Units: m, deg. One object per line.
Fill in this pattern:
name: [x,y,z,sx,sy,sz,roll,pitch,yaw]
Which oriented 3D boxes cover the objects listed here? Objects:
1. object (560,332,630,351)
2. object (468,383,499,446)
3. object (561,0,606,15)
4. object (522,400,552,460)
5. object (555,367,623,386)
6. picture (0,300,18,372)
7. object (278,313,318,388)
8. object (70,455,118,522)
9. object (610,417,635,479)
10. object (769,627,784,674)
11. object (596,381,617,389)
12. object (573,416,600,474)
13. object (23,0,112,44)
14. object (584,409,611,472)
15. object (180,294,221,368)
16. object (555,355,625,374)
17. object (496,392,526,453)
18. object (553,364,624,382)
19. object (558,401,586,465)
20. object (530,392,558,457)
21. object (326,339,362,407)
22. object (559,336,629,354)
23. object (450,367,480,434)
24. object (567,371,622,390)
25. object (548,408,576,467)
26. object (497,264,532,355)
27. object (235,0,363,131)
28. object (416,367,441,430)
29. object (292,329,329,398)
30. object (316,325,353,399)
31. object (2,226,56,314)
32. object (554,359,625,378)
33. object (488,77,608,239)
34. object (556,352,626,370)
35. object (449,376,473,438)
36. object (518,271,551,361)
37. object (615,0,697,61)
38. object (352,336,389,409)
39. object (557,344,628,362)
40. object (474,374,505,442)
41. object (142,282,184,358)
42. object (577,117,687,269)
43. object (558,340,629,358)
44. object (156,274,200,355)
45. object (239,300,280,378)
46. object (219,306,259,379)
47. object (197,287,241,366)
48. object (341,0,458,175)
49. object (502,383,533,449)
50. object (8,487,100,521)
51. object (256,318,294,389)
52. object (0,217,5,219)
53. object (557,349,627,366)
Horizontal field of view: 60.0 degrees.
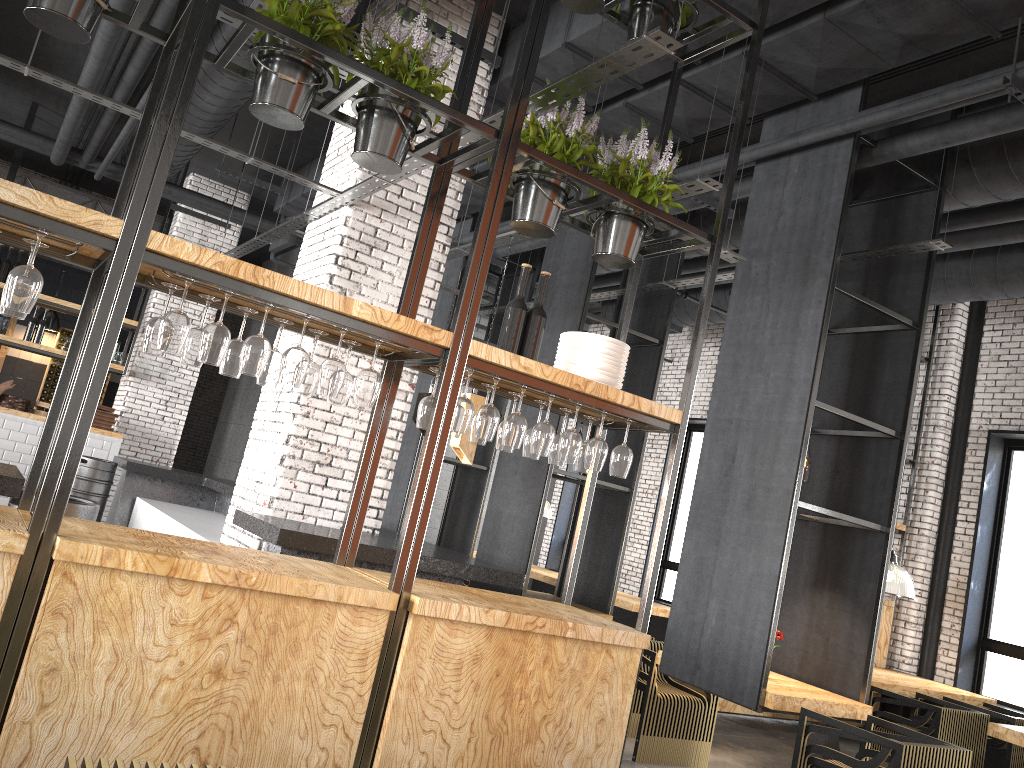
object: [0.388,-0.183,4.179,0.335,0.039,0.333,8,-10,33]
object: [-0.127,0.137,3.975,0.101,0.268,0.100,9,-10,23]
object: [0.398,-2.063,4.204,0.417,0.561,0.465,7,-10,32]
object: [0.115,0.214,4.123,0.101,0.268,0.100,9,-10,23]
object: [0.351,-0.018,4.150,0.335,0.037,0.333,9,-9,25]
picture: [-8.157,-0.785,13.461,0.977,1.146,0.020,18,-11,-30]
object: [-0.781,-0.122,3.242,0.101,0.268,0.101,16,-10,-16]
object: [-4.283,1.256,8.859,0.399,1.038,0.396,12,-9,5]
object: [0.507,0.290,4.027,0.101,0.268,0.100,9,-10,23]
object: [1.665,1.723,5.757,0.156,0.356,0.170,10,-10,17]
object: [0.342,0.020,4.144,0.334,0.033,0.334,16,-9,-22]
object: [0.357,0.292,4.271,0.101,0.268,0.100,9,-10,23]
object: [-1.507,-1.500,3.096,0.417,0.561,0.465,7,-11,35]
object: [0.386,0.252,3.953,0.101,0.268,0.100,9,-10,23]
object: [-1.174,-0.199,3.337,0.101,0.268,0.101,16,-10,-16]
object: [0.364,-0.075,4.159,0.334,0.041,0.334,14,-8,-8]
object: [-0.006,0.175,4.049,0.101,0.268,0.100,9,-10,23]
object: [0.355,-0.037,4.153,0.335,0.040,0.333,9,-9,23]
object: [0.265,0.213,3.880,0.101,0.268,0.100,9,-10,23]
object: [0.144,0.174,3.806,0.101,0.268,0.100,9,-10,23]
object: [-0.690,-0.043,3.633,0.101,0.268,0.101,16,-10,-16]
object: [0.384,-0.165,4.175,0.335,0.039,0.333,7,-10,34]
object: [-0.196,0.065,3.599,0.101,0.268,0.100,12,-9,6]
object: [0.346,0.000,4.149,0.335,0.046,0.333,6,-11,40]
object: [0.236,0.253,4.197,0.101,0.268,0.100,9,-10,23]
object: [0.016,-0.307,3.951,0.098,0.472,0.097,9,-10,21]
object: [-0.846,-1.293,3.462,0.467,0.561,0.415,12,-9,8]
object: [-0.346,0.067,3.842,0.101,0.268,0.100,12,-9,6]
object: [-0.811,-0.082,3.559,0.101,0.268,0.101,16,-10,-16]
object: [-0.660,-0.084,3.315,0.101,0.268,0.101,16,-10,-16]
object: [-1.520,-0.359,2.791,0.101,0.268,0.100,13,-9,0]
object: [0.359,-0.056,4.157,0.335,0.039,0.333,9,-9,26]
object: [0.150,-0.972,4.089,0.466,0.561,0.416,17,-10,-22]
object: [0.367,-0.090,4.162,0.334,0.039,0.334,16,-9,-23]
object: [-0.241,0.100,3.906,0.101,0.268,0.100,12,-9,6]
object: [0.104,-0.279,4.005,0.098,0.472,0.097,9,-10,21]
object: [0.730,-1.945,4.484,0.416,0.561,0.466,14,-9,-6]
object: [-0.539,-0.045,3.389,0.101,0.268,0.101,16,-10,-16]
object: [0.375,-0.127,4.169,0.335,0.041,0.333,8,-9,28]
object: [-0.090,0.099,3.663,0.101,0.268,0.100,12,-9,6]
object: [-1.288,-0.235,3.268,0.101,0.268,0.101,16,-10,-16]
object: [0.551,-0.852,4.273,0.466,0.561,0.416,19,-11,-36]
object: [0.379,-0.146,4.173,0.335,0.044,0.333,8,-9,30]
object: [-1.137,-0.236,3.025,0.101,0.268,0.101,16,-10,-16]
object: [-0.902,-0.161,3.168,0.101,0.268,0.101,16,-10,-16]
object: [-1.053,-0.160,3.411,0.101,0.268,0.101,16,-10,-16]
object: [-1.024,-0.200,3.094,0.101,0.268,0.101,16,-10,-16]
object: [-0.503,-1.179,3.705,0.417,0.561,0.465,8,-10,27]
object: [0.023,0.135,3.732,0.101,0.268,0.100,9,-10,23]
object: [-2.210,1.013,4.010,0.399,1.038,0.396,12,-9,5]
object: [-0.932,-0.121,3.485,0.101,0.268,0.101,16,-10,-16]
object: [-1.641,-0.398,2.718,0.101,0.268,0.100,9,-10,23]
object: [0.371,-0.109,4.165,0.335,0.043,0.333,5,-11,42]
